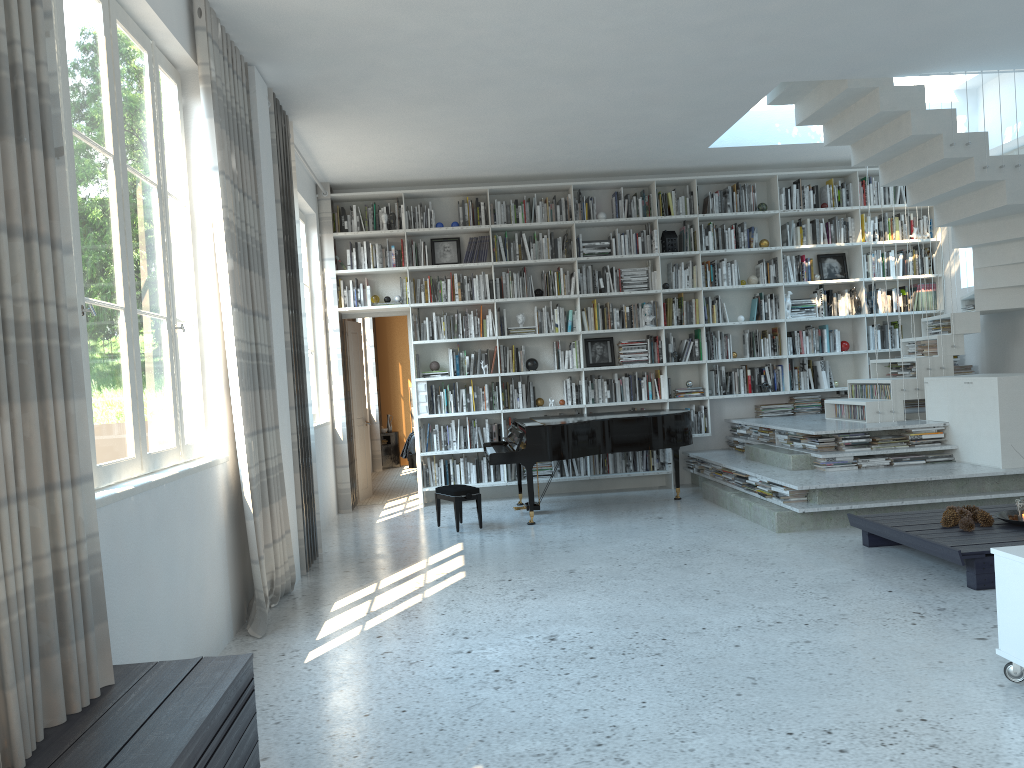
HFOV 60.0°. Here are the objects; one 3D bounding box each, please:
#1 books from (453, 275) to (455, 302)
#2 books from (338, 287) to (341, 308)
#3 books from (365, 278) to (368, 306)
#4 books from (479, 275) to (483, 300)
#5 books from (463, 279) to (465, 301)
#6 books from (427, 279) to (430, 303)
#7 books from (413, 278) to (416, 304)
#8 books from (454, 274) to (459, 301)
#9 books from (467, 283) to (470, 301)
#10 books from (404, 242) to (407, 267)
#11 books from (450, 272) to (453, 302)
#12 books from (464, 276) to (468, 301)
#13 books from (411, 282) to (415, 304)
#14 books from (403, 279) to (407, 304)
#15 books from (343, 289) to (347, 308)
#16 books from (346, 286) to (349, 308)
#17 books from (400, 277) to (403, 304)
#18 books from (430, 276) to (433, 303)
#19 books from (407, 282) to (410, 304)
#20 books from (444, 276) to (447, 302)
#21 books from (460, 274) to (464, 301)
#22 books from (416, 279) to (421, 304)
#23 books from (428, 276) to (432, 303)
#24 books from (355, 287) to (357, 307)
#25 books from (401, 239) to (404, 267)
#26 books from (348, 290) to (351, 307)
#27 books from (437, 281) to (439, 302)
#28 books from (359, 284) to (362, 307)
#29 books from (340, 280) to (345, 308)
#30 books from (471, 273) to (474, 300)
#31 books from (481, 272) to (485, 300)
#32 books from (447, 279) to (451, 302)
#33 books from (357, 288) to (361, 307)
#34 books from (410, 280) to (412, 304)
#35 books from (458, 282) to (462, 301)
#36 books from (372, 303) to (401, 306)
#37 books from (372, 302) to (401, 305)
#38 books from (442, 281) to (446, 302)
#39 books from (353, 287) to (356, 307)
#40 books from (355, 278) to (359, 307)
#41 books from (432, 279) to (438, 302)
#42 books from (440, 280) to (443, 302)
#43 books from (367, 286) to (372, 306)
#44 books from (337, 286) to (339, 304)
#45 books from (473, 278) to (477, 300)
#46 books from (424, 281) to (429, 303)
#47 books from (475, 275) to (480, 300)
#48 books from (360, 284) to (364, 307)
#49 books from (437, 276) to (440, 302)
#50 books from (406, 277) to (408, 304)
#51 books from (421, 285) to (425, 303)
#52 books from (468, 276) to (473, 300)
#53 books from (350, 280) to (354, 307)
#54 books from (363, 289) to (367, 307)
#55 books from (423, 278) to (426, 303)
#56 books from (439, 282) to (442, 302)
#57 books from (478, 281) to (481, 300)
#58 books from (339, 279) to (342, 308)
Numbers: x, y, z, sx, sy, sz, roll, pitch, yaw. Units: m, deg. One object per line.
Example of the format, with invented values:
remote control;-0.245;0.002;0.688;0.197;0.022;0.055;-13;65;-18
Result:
books;-0.588;-0.951;8.950;0.023;0.271;0.187;-4;1;-4
books;-1.718;-0.855;8.878;0.013;0.222;0.162;-4;1;-4
books;-1.450;-0.910;8.899;0.013;0.299;0.179;-4;1;-4
books;-0.314;-0.966;8.993;0.024;0.266;0.155;-4;1;-4
books;-0.485;-0.938;8.964;0.013;0.232;0.171;-4;1;-4
books;-0.838;-0.926;8.940;0.014;0.253;0.187;-4;1;-4
books;-0.980;-0.922;8.927;0.012;0.263;0.180;-4;1;-4
books;-0.562;-0.960;8.946;0.030;0.286;0.185;-4;1;-4
books;-0.439;-0.918;8.981;0.022;0.186;0.136;-4;1;-4
books;-1.071;-1.287;8.940;0.037;0.268;0.113;-4;1;-4
books;-0.609;-0.966;8.967;0.014;0.304;0.151;-4;1;-4
books;-0.467;-0.954;8.980;0.029;0.261;0.157;-4;1;-4
books;-0.996;-0.906;8.935;0.022;0.232;0.151;-4;1;-4
books;-1.083;-0.919;8.946;0.044;0.269;0.133;-4;1;-4
books;-1.661;-0.846;8.890;0.029;0.197;0.160;-4;1;-4
books;-1.642;-0.859;8.883;0.010;0.220;0.181;-4;1;-4
books;-1.110;-0.925;8.923;0.012;0.285;0.159;-4;1;-4
books;-0.807;-0.941;8.935;0.011;0.277;0.164;-4;1;-4
books;-1.035;-0.899;8.898;0.021;0.224;0.231;-4;1;-4
books;-0.668;-0.947;8.956;0.014;0.273;0.180;-4;1;-4
books;-0.507;-0.964;8.974;0.025;0.286;0.161;-4;1;-4
books;-0.944;-0.922;8.946;0.062;0.258;0.153;-4;1;-4
books;-0.823;-0.941;8.945;0.020;0.281;0.164;-4;1;-4
books;-1.557;-0.857;8.894;0.011;0.206;0.163;-4;1;-4
books;-1.096;-1.298;8.922;0.014;0.294;0.172;-4;1;-4
books;-1.623;-0.843;8.910;0.029;0.185;0.134;-4;1;-4
books;-0.749;-0.921;8.961;0.012;0.230;0.149;-4;1;-4
books;-1.510;-0.874;8.899;0.010;0.234;0.165;-4;1;-4
books;-1.688;-0.887;8.879;0.023;0.282;0.170;-4;1;-4
books;-0.397;-0.968;8.970;0.012;0.281;0.188;-4;1;-4
books;-0.295;-0.980;8.965;0.012;0.291;0.182;-4;1;-4
books;-0.637;-0.932;8.962;0.047;0.238;0.162;-4;1;-4
books;-1.525;-0.853;8.892;0.024;0.193;0.181;-4;1;-4
books;-1.014;-0.916;8.942;0.012;0.254;0.161;-4;1;-4
books;-0.529;-0.917;8.946;0.029;0.195;0.192;-4;1;-4
books;-1.257;-0.791;8.920;0.285;0.012;0.159;-4;0;-7
books;-1.258;-0.803;8.922;0.285;0.012;0.159;-4;0;-2
books;-0.688;-0.918;8.950;0.031;0.217;0.173;-4;1;-4
books;-1.575;-0.860;8.913;0.023;0.214;0.140;-4;1;-4
books;-1.546;-0.903;8.876;0.013;0.297;0.187;-4;1;-4
books;-0.778;-0.929;8.955;0.047;0.250;0.134;-4;1;-4
books;-0.710;-0.922;8.955;0.011;0.229;0.170;-4;1;-4
books;-1.426;-0.868;8.888;0.029;0.211;0.187;-4;1;-4
books;-1.731;-0.857;8.876;0.013;0.228;0.179;-4;1;-4
books;-0.374;-0.945;8.967;0.030;0.231;0.172;-4;1;-4
books;-0.860;-0.913;8.940;0.030;0.230;0.172;-4;1;-4
books;-0.349;-0.963;8.969;0.022;0.263;0.174;-4;1;-4
books;-1.493;-0.877;8.876;0.021;0.237;0.188;-4;1;-4
books;-0.738;-0.945;8.958;0.012;0.277;0.150;-4;1;-4
books;-1.055;-0.929;8.932;0.010;0.286;0.137;-4;1;-4
books;-0.896;-0.894;8.926;0.026;0.195;0.175;-4;1;-4
books;-0.421;-0.957;8.987;0.035;0.260;0.131;-4;1;-4
books;-1.599;-0.892;8.894;0.022;0.281;0.156;-4;1;-4
books;-1.469;-0.856;8.919;0.029;0.191;0.134;-4;1;-4
books;-0.881;-0.929;8.943;0.010;0.263;0.151;-4;1;-4
books;-0.722;-0.916;8.947;0.014;0.218;0.164;-4;1;-4
books;-0.330;-0.935;8.983;0.013;0.206;0.172;-4;1;-4
books;-1.709;-0.896;8.901;0.013;0.303;0.135;-4;1;-4
